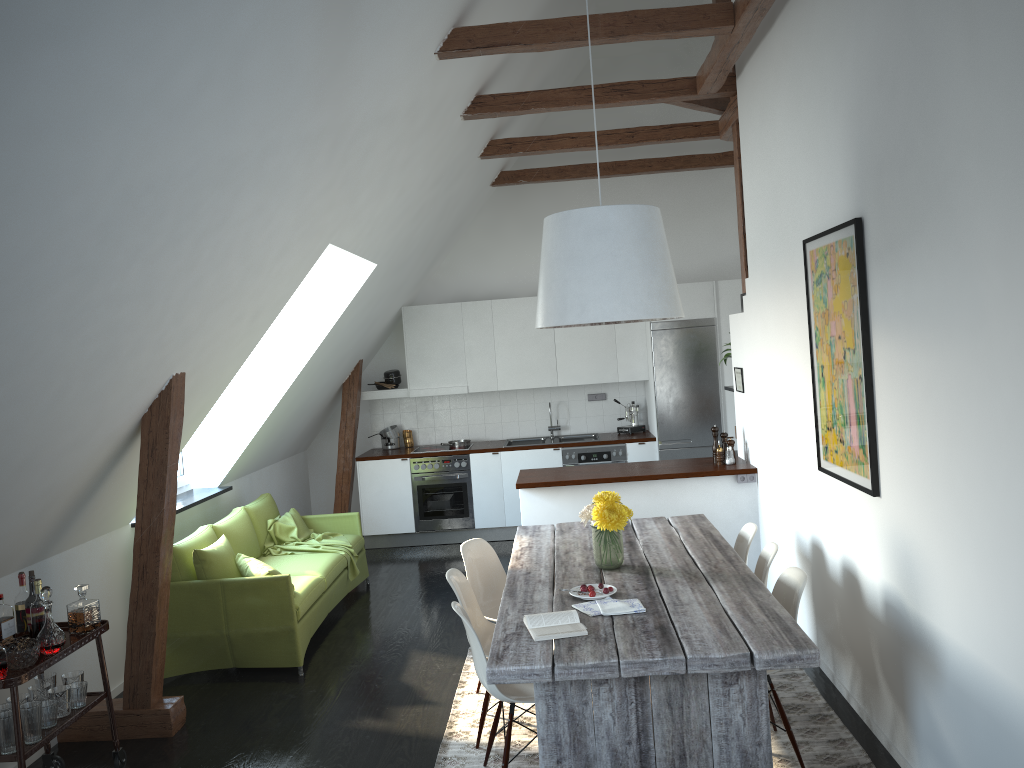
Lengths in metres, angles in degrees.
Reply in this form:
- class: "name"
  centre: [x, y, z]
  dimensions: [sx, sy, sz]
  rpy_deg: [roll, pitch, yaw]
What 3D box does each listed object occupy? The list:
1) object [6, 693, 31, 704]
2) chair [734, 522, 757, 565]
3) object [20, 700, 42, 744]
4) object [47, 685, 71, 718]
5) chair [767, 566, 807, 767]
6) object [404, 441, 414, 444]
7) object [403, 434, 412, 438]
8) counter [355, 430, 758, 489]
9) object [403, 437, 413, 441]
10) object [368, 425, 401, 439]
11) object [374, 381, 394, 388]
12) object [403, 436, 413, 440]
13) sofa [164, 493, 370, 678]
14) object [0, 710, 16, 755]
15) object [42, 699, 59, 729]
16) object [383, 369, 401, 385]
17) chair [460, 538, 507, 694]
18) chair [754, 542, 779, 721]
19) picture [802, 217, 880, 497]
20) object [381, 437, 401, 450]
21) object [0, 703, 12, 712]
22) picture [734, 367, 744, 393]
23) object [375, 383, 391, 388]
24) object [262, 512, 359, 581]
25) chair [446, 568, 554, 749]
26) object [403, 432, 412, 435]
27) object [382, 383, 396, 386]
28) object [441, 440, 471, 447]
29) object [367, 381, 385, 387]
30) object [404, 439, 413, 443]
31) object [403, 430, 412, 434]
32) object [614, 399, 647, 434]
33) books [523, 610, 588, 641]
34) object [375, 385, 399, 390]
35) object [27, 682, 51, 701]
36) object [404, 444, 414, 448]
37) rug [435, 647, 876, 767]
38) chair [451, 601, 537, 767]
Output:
- class: "object"
  centre: [-2.133, 1.413, 3.840]
  dimensions: [0.095, 0.119, 0.095]
  rpy_deg: [-6, 3, -35]
- class: "chair"
  centre: [1.105, 1.191, 4.923]
  dimensions: [0.542, 0.801, 0.465]
  rpy_deg: [-4, 2, 4]
- class: "object"
  centre: [-1.973, 1.392, 3.643]
  dimensions: [0.087, 0.155, 0.087]
  rpy_deg: [-5, 3, -24]
- class: "object"
  centre: [-1.989, 1.400, 3.902]
  dimensions: [0.095, 0.119, 0.095]
  rpy_deg: [-6, 3, -35]
- class: "chair"
  centre: [1.041, 1.236, 3.917]
  dimensions: [0.542, 0.801, 0.465]
  rpy_deg: [-4, 2, -1]
- class: "object"
  centre: [-1.078, 0.620, 9.263]
  dimensions: [0.100, 0.048, 0.099]
  rpy_deg: [-3, 2, 21]
- class: "object"
  centre: [-1.090, 0.542, 9.259]
  dimensions: [0.100, 0.036, 0.100]
  rpy_deg: [-6, 3, -30]
- class: "counter"
  centre: [0.105, 0.653, 7.769]
  dimensions: [3.365, 0.038, 3.085]
  rpy_deg: [-4, 2, 3]
- class: "object"
  centre: [-1.085, 0.582, 9.265]
  dimensions: [0.099, 0.043, 0.100]
  rpy_deg: [-5, 2, -9]
- class: "object"
  centre: [-1.339, 0.526, 9.201]
  dimensions: [0.371, 0.169, 0.203]
  rpy_deg: [-5, 3, -25]
- class: "object"
  centre: [-1.309, 0.007, 9.071]
  dimensions: [0.061, 0.077, 0.331]
  rpy_deg: [-6, 3, -38]
- class: "object"
  centre: [-1.088, 0.560, 9.263]
  dimensions: [0.099, 0.057, 0.101]
  rpy_deg: [-4, 2, 15]
- class: "sofa"
  centre: [-1.701, 1.329, 6.380]
  dimensions: [0.898, 0.825, 2.093]
  rpy_deg: [-4, 2, 2]
- class: "object"
  centre: [-2.020, 1.399, 3.556]
  dimensions: [0.087, 0.155, 0.087]
  rpy_deg: [-5, 3, -24]
- class: "object"
  centre: [-1.987, 1.414, 3.795]
  dimensions: [0.092, 0.099, 0.092]
  rpy_deg: [-5, 2, -19]
- class: "object"
  centre: [-1.236, -0.064, 9.170]
  dimensions: [0.190, 0.166, 0.200]
  rpy_deg: [-6, 3, -34]
- class: "chair"
  centre: [0.012, 1.273, 4.906]
  dimensions: [0.542, 0.801, 0.465]
  rpy_deg: [-3, 3, 29]
- class: "chair"
  centre: [1.080, 1.212, 4.451]
  dimensions: [0.542, 0.801, 0.465]
  rpy_deg: [-4, 2, 9]
- class: "picture"
  centre: [1.519, -0.127, 4.139]
  dimensions: [0.036, 1.181, 0.808]
  rpy_deg: [-4, 2, 3]
- class: "object"
  centre: [-1.239, 0.599, 9.169]
  dimensions: [0.200, 0.154, 0.348]
  rpy_deg: [-5, 2, -17]
- class: "object"
  centre: [-2.077, 1.399, 3.636]
  dimensions: [0.087, 0.155, 0.087]
  rpy_deg: [-5, 3, -24]
- class: "picture"
  centre: [1.670, -0.031, 6.511]
  dimensions: [0.023, 0.182, 0.250]
  rpy_deg: [-4, 2, 3]
- class: "object"
  centre: [-1.321, 0.015, 9.062]
  dimensions: [0.065, 0.065, 0.332]
  rpy_deg: [-6, 3, -30]
- class: "object"
  centre: [-1.549, 1.271, 7.005]
  dimensions: [0.722, 0.493, 0.711]
  rpy_deg: [-4, 2, -2]
- class: "chair"
  centre: [-0.021, 1.298, 4.330]
  dimensions: [0.542, 0.801, 0.465]
  rpy_deg: [-4, 2, 4]
- class: "object"
  centre: [-1.092, 0.526, 9.258]
  dimensions: [0.100, 0.036, 0.100]
  rpy_deg: [-3, 3, 32]
- class: "object"
  centre: [-1.280, 0.005, 9.114]
  dimensions: [0.065, 0.031, 0.335]
  rpy_deg: [-6, 3, -39]
- class: "object"
  centre: [-0.588, 0.602, 8.994]
  dimensions: [0.351, 0.061, 0.232]
  rpy_deg: [-5, 2, -23]
- class: "object"
  centre: [-1.349, 0.015, 9.155]
  dimensions: [0.357, 0.075, 0.244]
  rpy_deg: [-5, 3, -26]
- class: "object"
  centre: [-1.081, 0.602, 9.263]
  dimensions: [0.099, 0.051, 0.099]
  rpy_deg: [-5, 2, -11]
- class: "object"
  centre: [-1.092, 0.505, 9.256]
  dimensions: [0.100, 0.047, 0.099]
  rpy_deg: [-4, 2, -1]
- class: "object"
  centre: [1.172, 0.320, 9.021]
  dimensions: [0.353, 0.370, 0.206]
  rpy_deg: [-6, 3, -40]
- class: "books"
  centre: [0.162, 0.918, 3.406]
  dimensions: [0.202, 0.042, 0.251]
  rpy_deg: [-5, 2, -9]
- class: "object"
  centre: [-1.278, 0.027, 9.114]
  dimensions: [0.243, 0.056, 0.350]
  rpy_deg: [-5, 2, -8]
- class: "object"
  centre: [-2.105, 1.406, 3.958]
  dimensions: [0.095, 0.119, 0.095]
  rpy_deg: [-6, 3, -35]
- class: "object"
  centre: [-1.074, 0.641, 9.265]
  dimensions: [0.100, 0.036, 0.100]
  rpy_deg: [-4, 2, 0]
- class: "rug"
  centre: [0.606, 1.650, 4.219]
  dimensions: [1.898, 0.022, 2.677]
  rpy_deg: [-4, 2, 3]
- class: "chair"
  centre: [0.042, 1.315, 3.806]
  dimensions: [0.542, 0.801, 0.465]
  rpy_deg: [-5, 2, -11]
